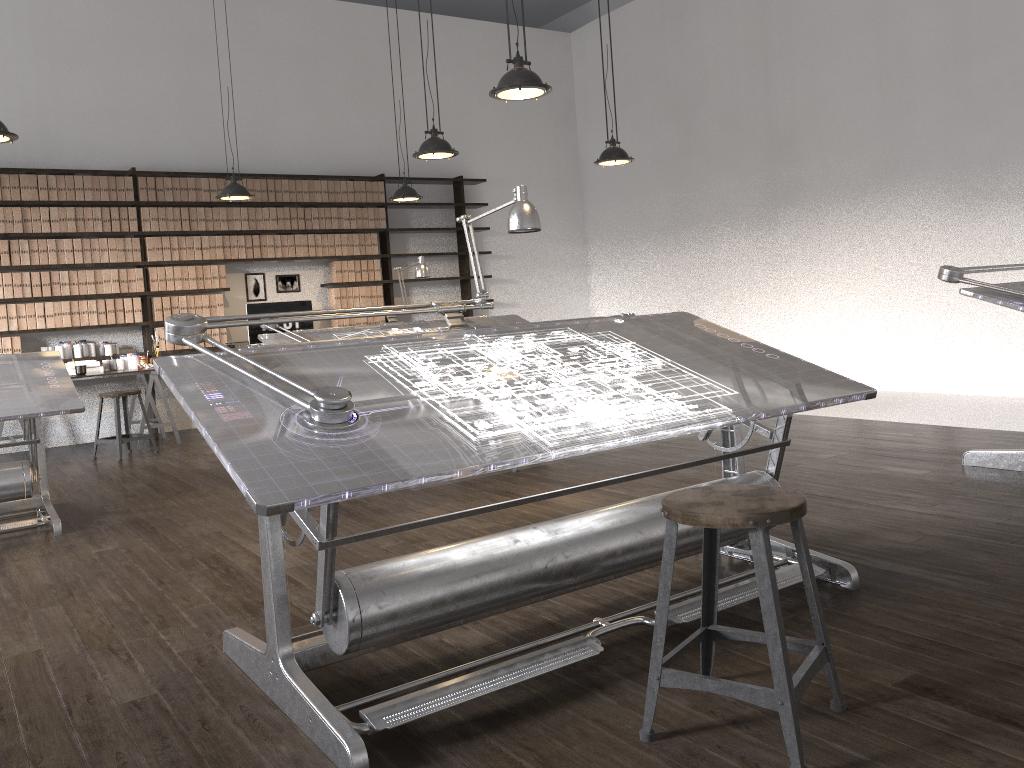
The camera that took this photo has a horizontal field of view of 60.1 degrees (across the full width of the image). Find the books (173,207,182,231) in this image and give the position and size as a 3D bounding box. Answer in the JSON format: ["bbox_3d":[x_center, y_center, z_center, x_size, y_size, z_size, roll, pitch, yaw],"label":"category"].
[{"bbox_3d":[-3.153,-1.528,8.285,0.067,0.225,0.174,-6,4,-33],"label":"books"}]

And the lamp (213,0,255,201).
[{"bbox_3d":[-2.335,-2.635,7.179,0.311,2.248,0.313,-4,2,-9],"label":"lamp"}]

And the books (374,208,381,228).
[{"bbox_3d":[-1.466,-1.748,9.408,0.067,0.225,0.174,-6,4,-33],"label":"books"}]

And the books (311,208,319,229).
[{"bbox_3d":[-2.035,-1.673,9.025,0.067,0.225,0.174,-6,4,-33],"label":"books"}]

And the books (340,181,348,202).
[{"bbox_3d":[-1.776,-1.985,9.202,0.067,0.225,0.174,-6,4,-33],"label":"books"}]

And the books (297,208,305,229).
[{"bbox_3d":[-2.155,-1.657,8.944,0.067,0.225,0.174,-6,4,-33],"label":"books"}]

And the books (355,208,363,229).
[{"bbox_3d":[-1.637,-1.726,9.294,0.067,0.225,0.174,-6,4,-33],"label":"books"}]

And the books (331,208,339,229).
[{"bbox_3d":[-1.860,-1.696,9.139,0.067,0.225,0.174,-6,4,-33],"label":"books"}]

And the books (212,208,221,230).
[{"bbox_3d":[-2.853,-1.567,8.485,0.067,0.225,0.174,-6,4,-33],"label":"books"}]

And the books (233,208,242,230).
[{"bbox_3d":[-2.688,-1.588,8.591,0.067,0.225,0.174,-6,4,-33],"label":"books"}]

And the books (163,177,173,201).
[{"bbox_3d":[-3.216,-1.797,8.240,0.067,0.225,0.174,-6,4,-33],"label":"books"}]

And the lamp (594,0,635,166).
[{"bbox_3d":[0.701,-2.811,6.731,0.312,2.248,0.312,-2,3,36],"label":"lamp"}]

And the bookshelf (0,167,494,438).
[{"bbox_3d":[-4.088,-0.291,7.749,9.200,3.201,0.373,-7,4,-33],"label":"bookshelf"}]

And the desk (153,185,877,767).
[{"bbox_3d":[0.049,0.048,2.781,2.074,1.384,1.076,-7,4,-33],"label":"desk"}]

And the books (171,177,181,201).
[{"bbox_3d":[-3.159,-1.805,8.283,0.067,0.225,0.174,-6,4,-33],"label":"books"}]

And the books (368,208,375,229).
[{"bbox_3d":[-1.518,-1.740,9.367,0.067,0.225,0.174,-6,4,-33],"label":"books"}]

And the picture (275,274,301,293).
[{"bbox_3d":[-2.290,-1.026,9.050,0.252,0.183,0.023,-7,3,-34],"label":"picture"}]

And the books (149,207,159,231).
[{"bbox_3d":[-3.316,-1.506,8.168,0.067,0.225,0.174,-6,4,-33],"label":"books"}]

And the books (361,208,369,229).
[{"bbox_3d":[-1.580,-1.733,9.334,0.067,0.225,0.174,-6,4,-33],"label":"books"}]

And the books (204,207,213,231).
[{"bbox_3d":[-2.911,-1.559,8.445,0.067,0.225,0.174,-6,4,-33],"label":"books"}]

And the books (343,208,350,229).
[{"bbox_3d":[-1.754,-1.710,9.214,0.067,0.225,0.174,-6,4,-33],"label":"books"}]

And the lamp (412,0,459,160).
[{"bbox_3d":[-0.588,-2.643,5.871,0.311,2.248,0.313,-4,2,-9],"label":"lamp"}]

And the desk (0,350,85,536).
[{"bbox_3d":[-3.409,0.158,4.305,2.286,1.384,1.076,-7,4,-33],"label":"desk"}]

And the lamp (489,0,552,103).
[{"bbox_3d":[-0.037,-2.535,4.299,0.311,2.261,0.313,-4,2,-9],"label":"lamp"}]

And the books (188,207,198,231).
[{"bbox_3d":[-3.029,-1.544,8.367,0.067,0.225,0.174,-6,4,-33],"label":"books"}]

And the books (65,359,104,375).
[{"bbox_3d":[-3.654,-0.154,7.549,0.295,0.147,0.385,-7,6,-33],"label":"books"}]

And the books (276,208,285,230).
[{"bbox_3d":[-2.331,-1.634,8.824,0.067,0.225,0.174,-6,4,-33],"label":"books"}]

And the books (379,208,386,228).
[{"bbox_3d":[-1.413,-1.755,9.441,0.067,0.225,0.174,-6,4,-33],"label":"books"}]

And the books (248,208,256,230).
[{"bbox_3d":[-2.570,-1.604,8.672,0.067,0.225,0.174,-6,4,-33],"label":"books"}]

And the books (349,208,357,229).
[{"bbox_3d":[-1.693,-1.718,9.252,0.067,0.225,0.174,-6,4,-33],"label":"books"}]

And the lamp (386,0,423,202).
[{"bbox_3d":[-1.046,-2.804,8.039,0.311,2.248,0.313,-4,2,-9],"label":"lamp"}]

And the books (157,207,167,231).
[{"bbox_3d":[-3.256,-1.513,8.208,0.067,0.225,0.174,-6,4,-33],"label":"books"}]

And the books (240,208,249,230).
[{"bbox_3d":[-2.626,-1.596,8.630,0.067,0.225,0.174,-6,4,-33],"label":"books"}]

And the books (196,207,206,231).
[{"bbox_3d":[-2.968,-1.551,8.403,0.067,0.225,0.174,-6,4,-33],"label":"books"}]

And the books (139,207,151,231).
[{"bbox_3d":[-3.378,-1.498,8.131,0.067,0.225,0.174,-6,4,-33],"label":"books"}]

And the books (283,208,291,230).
[{"bbox_3d":[-2.281,-1.641,8.863,0.067,0.225,0.174,-6,4,-33],"label":"books"}]

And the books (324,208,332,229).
[{"bbox_3d":[-1.919,-1.689,9.107,0.067,0.225,0.174,-6,4,-33],"label":"books"}]

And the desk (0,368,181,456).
[{"bbox_3d":[-3.640,0.255,7.482,1.672,0.668,0.656,-7,5,-33],"label":"desk"}]

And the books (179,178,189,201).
[{"bbox_3d":[-3.100,-1.813,8.322,0.067,0.225,0.174,-6,4,-33],"label":"books"}]

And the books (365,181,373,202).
[{"bbox_3d":[-1.543,-2.016,9.360,0.067,0.225,0.174,-6,4,-33],"label":"books"}]

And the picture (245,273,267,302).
[{"bbox_3d":[-2.567,-0.969,8.867,0.202,0.284,0.022,-6,3,-34],"label":"picture"}]

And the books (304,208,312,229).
[{"bbox_3d":[-2.096,-1.666,8.990,0.067,0.225,0.174,-6,4,-33],"label":"books"}]

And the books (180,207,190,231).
[{"bbox_3d":[-3.089,-1.536,8.321,0.067,0.225,0.174,-6,4,-33],"label":"books"}]

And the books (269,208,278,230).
[{"bbox_3d":[-2.391,-1.626,8.785,0.067,0.225,0.174,-6,4,-33],"label":"books"}]

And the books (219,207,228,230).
[{"bbox_3d":[-2.793,-1.574,8.517,0.067,0.225,0.174,-6,4,-33],"label":"books"}]

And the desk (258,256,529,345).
[{"bbox_3d":[-0.629,-0.205,6.159,2.074,1.384,1.076,-7,4,-33],"label":"desk"}]

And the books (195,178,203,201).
[{"bbox_3d":[-2.988,-1.827,8.396,0.067,0.225,0.174,-6,4,-33],"label":"books"}]

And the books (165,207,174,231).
[{"bbox_3d":[-3.206,-1.521,8.247,0.067,0.225,0.174,-6,4,-33],"label":"books"}]

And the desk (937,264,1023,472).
[{"bbox_3d":[3.253,-0.348,4.663,2.074,1.384,1.076,-7,4,-33],"label":"desk"}]

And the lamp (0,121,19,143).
[{"bbox_3d":[-2.748,-2.361,4.431,0.311,2.248,0.313,-5,2,-13],"label":"lamp"}]

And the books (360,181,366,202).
[{"bbox_3d":[-1.604,-2.008,9.317,0.067,0.225,0.174,-6,4,-33],"label":"books"}]

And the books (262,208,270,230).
[{"bbox_3d":[-2.453,-1.619,8.747,0.067,0.225,0.174,-6,4,-33],"label":"books"}]

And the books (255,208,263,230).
[{"bbox_3d":[-2.513,-1.611,8.712,0.067,0.225,0.174,-6,4,-33],"label":"books"}]

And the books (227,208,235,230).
[{"bbox_3d":[-2.741,-1.581,8.558,0.067,0.225,0.174,-6,4,-33],"label":"books"}]

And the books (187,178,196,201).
[{"bbox_3d":[-3.041,-1.820,8.355,0.067,0.225,0.174,-6,4,-33],"label":"books"}]

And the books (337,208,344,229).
[{"bbox_3d":[-1.807,-1.703,9.180,0.067,0.225,0.174,-6,4,-33],"label":"books"}]

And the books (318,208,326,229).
[{"bbox_3d":[-1.978,-1.681,9.068,0.067,0.225,0.174,-6,4,-33],"label":"books"}]

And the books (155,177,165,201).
[{"bbox_3d":[-3.277,-1.790,8.205,0.067,0.225,0.174,-6,4,-33],"label":"books"}]
